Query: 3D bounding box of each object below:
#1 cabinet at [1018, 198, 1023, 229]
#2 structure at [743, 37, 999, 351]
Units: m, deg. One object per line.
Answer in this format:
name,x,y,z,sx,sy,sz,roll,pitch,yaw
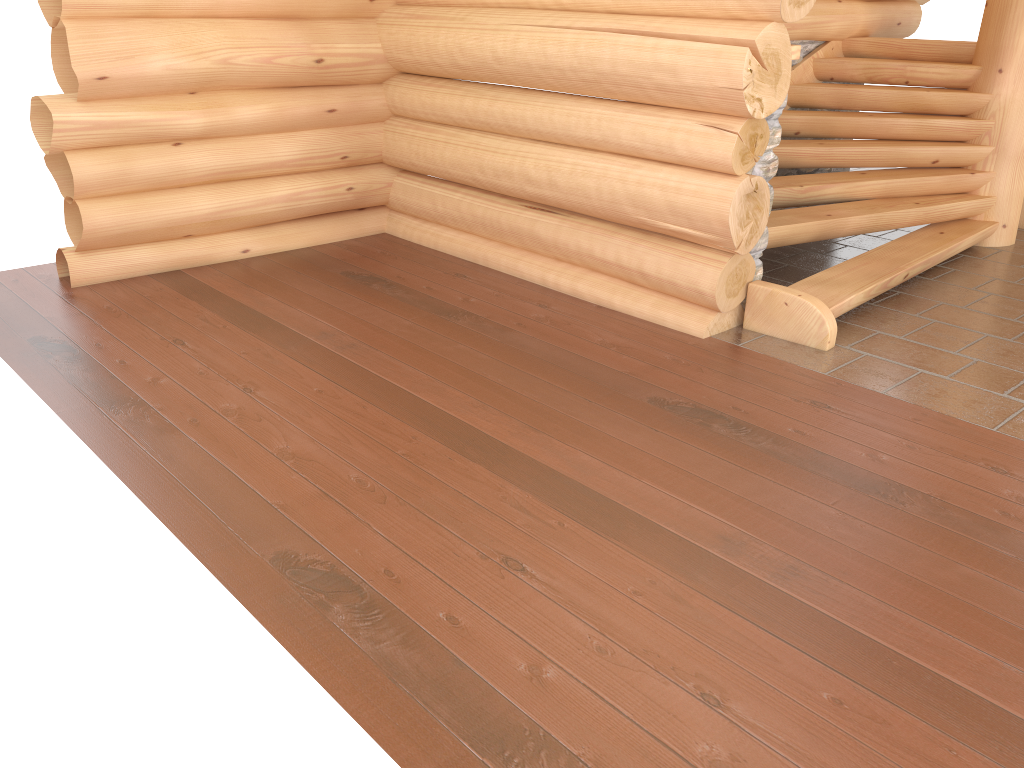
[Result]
cabinet,5.101,-2.565,7.343,1.847,2.403,0.670,-19,31,-38
structure,2.181,-1.716,6.254,1.951,1.643,3.604,21,30,37
